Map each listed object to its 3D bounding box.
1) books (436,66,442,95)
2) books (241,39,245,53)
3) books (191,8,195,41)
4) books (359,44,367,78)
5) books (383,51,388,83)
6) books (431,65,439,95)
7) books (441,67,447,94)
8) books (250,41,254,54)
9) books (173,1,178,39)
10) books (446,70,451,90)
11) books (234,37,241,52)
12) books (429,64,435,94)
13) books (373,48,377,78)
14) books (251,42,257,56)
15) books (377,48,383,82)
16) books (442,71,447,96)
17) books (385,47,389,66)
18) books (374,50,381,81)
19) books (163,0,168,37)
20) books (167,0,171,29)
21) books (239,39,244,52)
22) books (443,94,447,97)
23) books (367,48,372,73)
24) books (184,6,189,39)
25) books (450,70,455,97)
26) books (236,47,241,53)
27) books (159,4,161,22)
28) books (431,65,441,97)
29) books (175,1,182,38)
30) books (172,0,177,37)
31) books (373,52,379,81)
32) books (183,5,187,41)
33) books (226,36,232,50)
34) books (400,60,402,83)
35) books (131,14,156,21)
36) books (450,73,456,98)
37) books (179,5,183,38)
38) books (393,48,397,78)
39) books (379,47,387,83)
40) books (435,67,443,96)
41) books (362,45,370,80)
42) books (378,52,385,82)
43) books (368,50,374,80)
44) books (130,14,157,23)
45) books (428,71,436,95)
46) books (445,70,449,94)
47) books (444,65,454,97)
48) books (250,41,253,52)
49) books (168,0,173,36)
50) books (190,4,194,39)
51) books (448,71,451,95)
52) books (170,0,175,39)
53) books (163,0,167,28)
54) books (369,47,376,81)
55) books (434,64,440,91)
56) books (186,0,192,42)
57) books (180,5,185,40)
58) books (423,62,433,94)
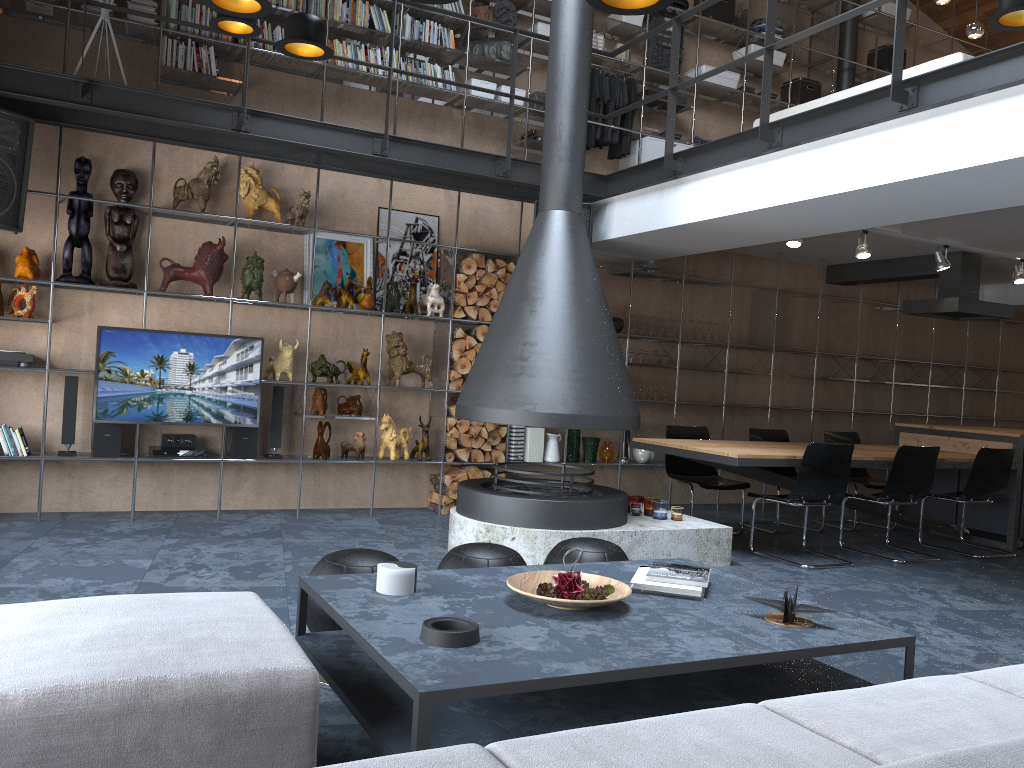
[{"bbox_3d":[-0.598,-2.415,7.072,0.053,0.189,0.148,3,0,-27],"label":"books"},{"bbox_3d":[-1.941,-2.510,6.363,0.055,0.235,0.143,3,0,-27],"label":"books"},{"bbox_3d":[-2.246,-2.515,6.226,0.010,0.206,0.130,3,0,-27],"label":"books"},{"bbox_3d":[-1.143,-2.462,6.771,0.054,0.220,0.118,3,0,-27],"label":"books"},{"bbox_3d":[-0.986,-2.445,6.849,0.049,0.205,0.149,3,0,-27],"label":"books"},{"bbox_3d":[-0.633,-2.416,7.060,0.058,0.188,0.169,3,1,-27],"label":"books"},{"bbox_3d":[-0.571,-2.412,7.085,0.060,0.187,0.161,3,0,-27],"label":"books"},{"bbox_3d":[-1.888,-2.506,6.391,0.053,0.233,0.148,3,0,-27],"label":"books"},{"bbox_3d":[-2.351,-2.535,6.192,0.013,0.234,0.148,3,0,-27],"label":"books"},{"bbox_3d":[-0.535,-2.401,7.098,0.054,0.171,0.146,3,0,-27],"label":"books"},{"bbox_3d":[-1.969,-2.503,6.351,0.058,0.219,0.133,3,0,-27],"label":"books"},{"bbox_3d":[-0.650,-2.418,7.032,0.053,0.189,0.148,3,0,-27],"label":"books"},{"bbox_3d":[-1.076,-2.452,6.818,0.049,0.216,0.137,3,0,-27],"label":"books"},{"bbox_3d":[-1.872,-2.491,6.397,0.053,0.206,0.148,3,0,-27],"label":"books"},{"bbox_3d":[-1.032,-2.451,6.826,0.049,0.216,0.137,3,0,-27],"label":"books"},{"bbox_3d":[-0.555,-2.401,7.086,0.046,0.166,0.130,3,0,-27],"label":"books"},{"bbox_3d":[-0.968,-2.458,6.839,0.053,0.233,0.148,3,0,-27],"label":"books"},{"bbox_3d":[-1.045,-2.447,6.821,0.051,0.205,0.131,3,0,-27],"label":"books"},{"bbox_3d":[-2.409,-2.538,6.163,0.013,0.234,0.148,3,0,-27],"label":"books"},{"bbox_3d":[-2.393,-2.536,6.164,0.018,0.232,0.169,3,0,-27],"label":"books"},{"bbox_3d":[-1.954,-2.500,6.360,0.051,0.212,0.136,3,0,-27],"label":"books"},{"bbox_3d":[-0.534,-2.400,7.097,0.051,0.164,0.142,3,0,-27],"label":"books"},{"bbox_3d":[-1.109,-2.450,6.789,0.054,0.203,0.123,3,0,-27],"label":"books"},{"bbox_3d":[-2.285,-2.522,6.212,0.010,0.217,0.148,3,0,-27],"label":"books"},{"bbox_3d":[-0.493,-2.408,7.114,0.050,0.186,0.129,3,0,-27],"label":"books"},{"bbox_3d":[-1.969,-2.503,6.351,0.057,0.218,0.129,3,0,-27],"label":"books"},{"bbox_3d":[-2.436,-2.550,6.165,0.010,0.255,0.207,3,0,-27],"label":"books"},{"bbox_3d":[-0.618,-2.423,7.087,0.055,0.202,0.192,3,1,-27],"label":"books"},{"bbox_3d":[-2.331,-2.532,6.189,0.021,0.231,0.161,3,0,-27],"label":"books"},{"bbox_3d":[-2.357,-2.535,6.176,0.013,0.234,0.148,3,0,-27],"label":"books"},{"bbox_3d":[-1.060,-2.437,6.820,0.048,0.188,0.120,3,0,-27],"label":"books"},{"bbox_3d":[-2.295,-2.520,6.202,0.018,0.210,0.146,3,0,-27],"label":"books"},{"bbox_3d":[-2.016,-2.521,6.327,0.018,0.247,0.131,3,0,-27],"label":"books"},{"bbox_3d":[-0.887,-2.427,6.897,0.042,0.180,0.131,3,0,-27],"label":"books"},{"bbox_3d":[-2.542,-2.488,6.099,0.161,0.013,0.217,3,1,-27],"label":"books"},{"bbox_3d":[-0.485,-2.397,7.122,0.046,0.166,0.130,3,0,-27],"label":"books"},{"bbox_3d":[-2.316,-2.519,6.190,0.010,0.206,0.130,3,0,-27],"label":"books"},{"bbox_3d":[-0.925,-2.455,6.861,0.053,0.233,0.148,3,0,-27],"label":"books"},{"bbox_3d":[-1.003,-2.461,6.840,0.062,0.236,0.143,3,0,-27],"label":"books"},{"bbox_3d":[-0.591,-2.415,7.088,0.053,0.189,0.148,3,0,-27],"label":"books"},{"bbox_3d":[-1.129,-2.458,6.787,0.055,0.215,0.155,3,0,-27],"label":"books"},{"bbox_3d":[-1.018,-2.439,6.832,0.049,0.191,0.138,3,0,-27],"label":"books"},{"bbox_3d":[-1.095,-2.443,6.798,0.047,0.197,0.126,3,0,-27],"label":"books"},{"bbox_3d":[-2.540,-2.502,6.093,0.182,0.016,0.252,3,1,-23],"label":"books"},{"bbox_3d":[-0.649,-2.418,7.059,0.053,0.189,0.148,3,0,-27],"label":"books"},{"bbox_3d":[-0.541,-2.400,7.080,0.046,0.167,0.130,3,0,-27],"label":"books"},{"bbox_3d":[-0.510,-2.424,7.114,0.066,0.217,0.143,3,0,-27],"label":"books"},{"bbox_3d":[-1.901,-2.501,6.385,0.055,0.221,0.141,3,0,-27],"label":"books"},{"bbox_3d":[-2.386,-2.547,6.182,0.012,0.255,0.191,3,0,-27],"label":"books"},{"bbox_3d":[-2.253,-2.528,6.218,0.010,0.231,0.129,3,0,-27],"label":"books"},{"bbox_3d":[-0.524,-2.404,7.108,0.046,0.175,0.148,3,0,-27],"label":"books"},{"bbox_3d":[-2.378,-2.545,6.191,0.012,0.251,0.192,3,0,-27],"label":"books"},{"bbox_3d":[-2.410,-2.538,6.136,0.013,0.234,0.148,3,0,-27],"label":"books"},{"bbox_3d":[-1.082,-2.453,6.801,0.051,0.218,0.133,3,0,-27],"label":"books"},{"bbox_3d":[-0.626,-2.425,7.077,0.055,0.205,0.191,3,1,-27],"label":"books"},{"bbox_3d":[-2.270,-2.547,6.218,0.020,0.268,0.143,3,0,-27],"label":"books"},{"bbox_3d":[-2.302,-2.517,6.185,0.010,0.208,0.130,3,0,-27],"label":"books"},{"bbox_3d":[-0.677,-2.428,7.060,0.053,0.206,0.207,3,1,-27],"label":"books"}]
